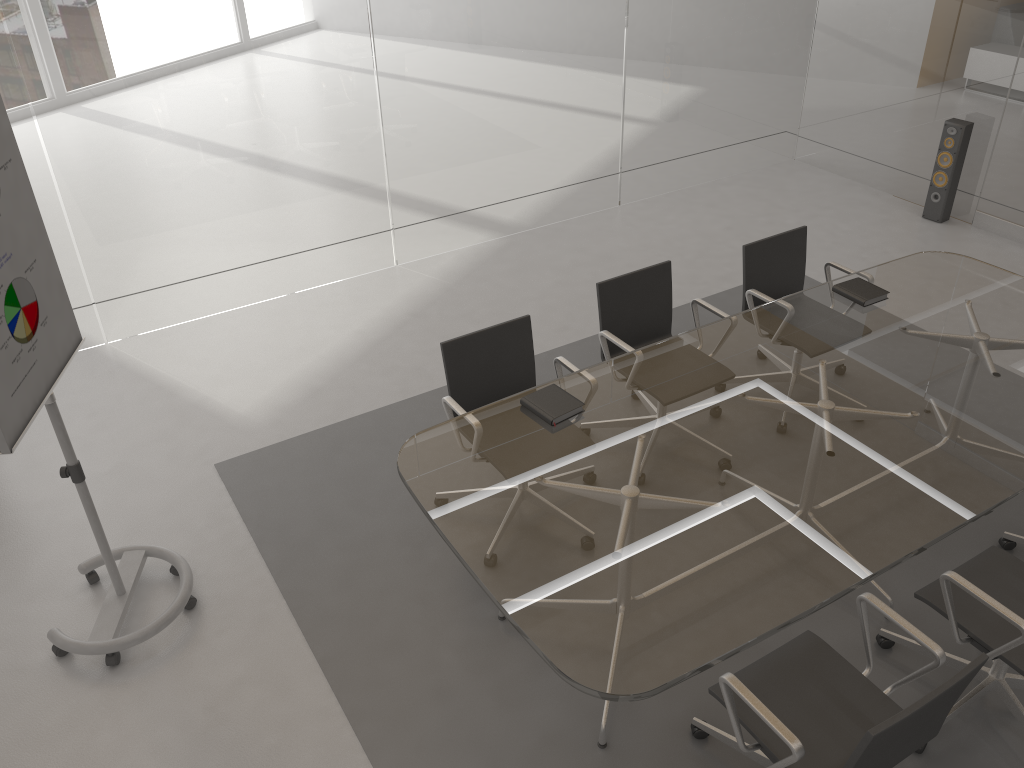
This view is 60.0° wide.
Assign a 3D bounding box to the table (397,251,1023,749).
[{"bbox_3d":[1.171,0.366,3.465,3.054,0.721,1.372,-19,37,-25],"label":"table"}]

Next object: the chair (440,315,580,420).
[{"bbox_3d":[0.064,0.239,3.642,0.710,0.805,0.731,25,41,35],"label":"chair"}]

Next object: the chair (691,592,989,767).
[{"bbox_3d":[0.847,0.939,2.531,0.710,0.805,0.731,25,42,35],"label":"chair"}]

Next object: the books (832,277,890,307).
[{"bbox_3d":[1.552,-0.410,3.948,0.164,0.032,0.183,-18,37,-24],"label":"books"}]

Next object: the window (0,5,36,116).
[{"bbox_3d":[-4.243,-5.588,9.405,0.100,4.498,8.533,16,37,25],"label":"window"}]

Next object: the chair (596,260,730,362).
[{"bbox_3d":[0.727,-0.046,4.048,0.710,0.805,0.731,25,41,35],"label":"chair"}]

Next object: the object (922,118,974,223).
[{"bbox_3d":[3.065,-1.497,6.258,0.124,0.706,0.152,-23,39,-29],"label":"object"}]

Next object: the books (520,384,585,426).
[{"bbox_3d":[0.149,0.076,3.268,0.164,0.032,0.183,-24,39,-30],"label":"books"}]

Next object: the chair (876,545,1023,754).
[{"bbox_3d":[1.580,0.728,2.820,0.710,0.805,0.731,25,42,35],"label":"chair"}]

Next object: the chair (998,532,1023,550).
[{"bbox_3d":[2.246,0.447,3.221,0.710,0.805,0.731,25,42,35],"label":"chair"}]

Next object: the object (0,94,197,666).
[{"bbox_3d":[-1.534,0.014,2.887,0.553,2.088,0.560,27,43,36],"label":"object"}]

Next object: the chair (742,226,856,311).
[{"bbox_3d":[1.456,-0.260,4.343,0.710,0.805,0.731,25,41,35],"label":"chair"}]
